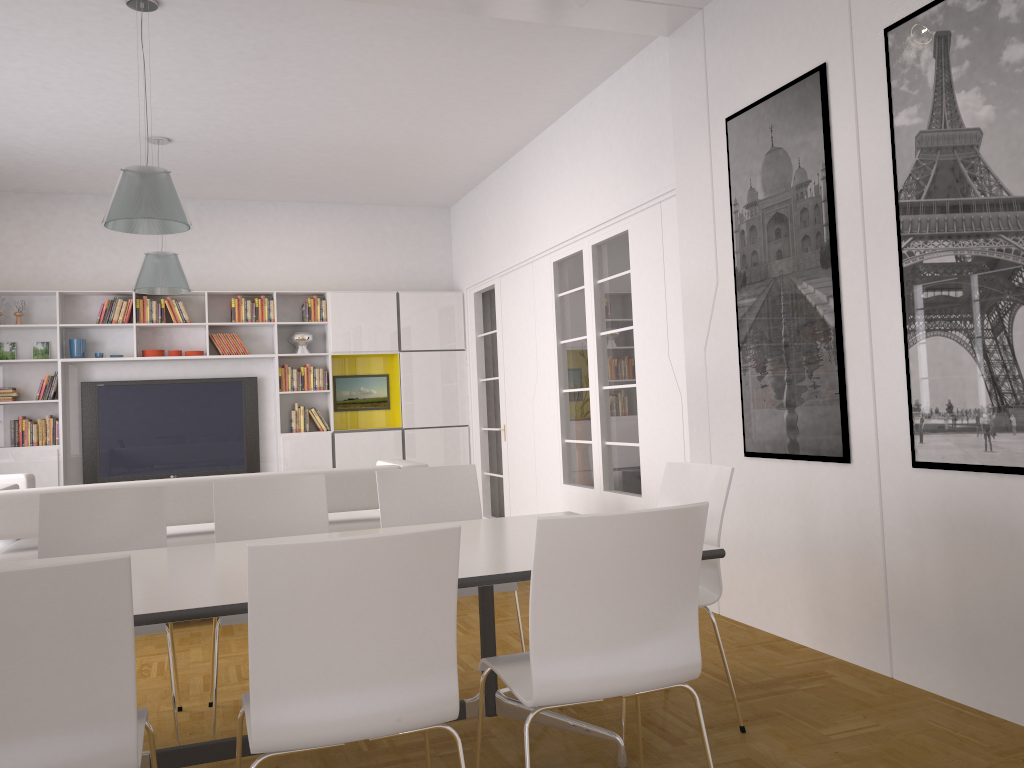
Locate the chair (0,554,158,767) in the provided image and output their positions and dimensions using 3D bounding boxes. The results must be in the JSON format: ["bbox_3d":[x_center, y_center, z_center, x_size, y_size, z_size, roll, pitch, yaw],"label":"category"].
[{"bbox_3d":[-1.060,0.829,1.931,0.561,0.932,0.575,-2,-2,-20],"label":"chair"}]

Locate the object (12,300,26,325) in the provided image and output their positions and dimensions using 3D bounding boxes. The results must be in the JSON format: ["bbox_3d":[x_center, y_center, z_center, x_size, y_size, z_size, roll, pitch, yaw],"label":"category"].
[{"bbox_3d":[-4.746,-0.675,8.465,0.179,0.260,0.119,-3,-2,1],"label":"object"}]

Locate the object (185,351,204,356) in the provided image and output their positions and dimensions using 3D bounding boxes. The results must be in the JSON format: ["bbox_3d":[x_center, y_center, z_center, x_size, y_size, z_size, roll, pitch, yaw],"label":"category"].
[{"bbox_3d":[-3.201,-0.301,8.936,0.182,0.054,0.182,-2,-2,-24],"label":"object"}]

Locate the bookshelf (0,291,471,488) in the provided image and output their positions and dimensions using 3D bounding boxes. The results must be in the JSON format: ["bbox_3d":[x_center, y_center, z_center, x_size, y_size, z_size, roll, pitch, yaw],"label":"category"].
[{"bbox_3d":[-3.062,0.314,8.997,5.366,2.482,0.389,-2,-3,-20],"label":"bookshelf"}]

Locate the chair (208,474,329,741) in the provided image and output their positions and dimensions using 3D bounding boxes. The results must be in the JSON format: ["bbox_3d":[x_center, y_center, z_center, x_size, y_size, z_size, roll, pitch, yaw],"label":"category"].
[{"bbox_3d":[-0.955,0.866,3.623,0.561,0.932,0.575,-2,-2,-20],"label":"chair"}]

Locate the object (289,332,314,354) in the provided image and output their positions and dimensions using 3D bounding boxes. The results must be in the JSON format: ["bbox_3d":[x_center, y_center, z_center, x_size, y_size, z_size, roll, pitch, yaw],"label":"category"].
[{"bbox_3d":[-2.212,-0.423,9.316,0.256,0.239,0.256,-2,-2,-12],"label":"object"}]

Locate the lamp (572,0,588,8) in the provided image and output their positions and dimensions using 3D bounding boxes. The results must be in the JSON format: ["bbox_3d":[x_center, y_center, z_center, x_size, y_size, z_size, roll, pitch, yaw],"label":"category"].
[{"bbox_3d":[0.319,-1.871,3.979,0.173,0.365,0.167,-4,-3,23],"label":"lamp"}]

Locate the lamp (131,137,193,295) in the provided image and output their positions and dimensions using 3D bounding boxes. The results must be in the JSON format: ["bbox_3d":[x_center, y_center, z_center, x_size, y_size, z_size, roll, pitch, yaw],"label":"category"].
[{"bbox_3d":[-2.867,-1.379,7.233,0.464,1.251,0.464,-2,-3,-21],"label":"lamp"}]

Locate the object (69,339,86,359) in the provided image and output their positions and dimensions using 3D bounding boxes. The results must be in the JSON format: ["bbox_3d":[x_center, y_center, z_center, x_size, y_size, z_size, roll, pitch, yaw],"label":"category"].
[{"bbox_3d":[-4.205,-0.334,8.583,0.147,0.193,0.147,-1,-3,-31],"label":"object"}]

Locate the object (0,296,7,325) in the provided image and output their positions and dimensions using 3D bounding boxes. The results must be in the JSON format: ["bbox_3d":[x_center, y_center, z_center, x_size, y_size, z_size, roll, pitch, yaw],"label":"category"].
[{"bbox_3d":[-4.853,-0.682,8.409,0.120,0.279,0.179,-2,-2,-14],"label":"object"}]

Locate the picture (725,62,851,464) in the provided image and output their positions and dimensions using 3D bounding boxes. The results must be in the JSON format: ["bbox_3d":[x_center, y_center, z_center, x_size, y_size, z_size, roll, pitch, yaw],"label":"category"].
[{"bbox_3d":[1.296,-0.527,4.269,0.013,1.782,0.786,-2,-3,-20],"label":"picture"}]

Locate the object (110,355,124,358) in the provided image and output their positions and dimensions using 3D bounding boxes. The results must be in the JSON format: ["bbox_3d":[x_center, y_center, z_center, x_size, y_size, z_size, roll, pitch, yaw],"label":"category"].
[{"bbox_3d":[-3.877,-0.265,8.697,0.124,0.032,0.123,-2,-2,-34],"label":"object"}]

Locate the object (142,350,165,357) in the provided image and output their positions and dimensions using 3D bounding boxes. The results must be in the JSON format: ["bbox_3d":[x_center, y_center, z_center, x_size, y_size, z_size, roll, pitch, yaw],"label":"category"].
[{"bbox_3d":[-3.569,-0.297,8.823,0.211,0.073,0.210,-4,-2,45],"label":"object"}]

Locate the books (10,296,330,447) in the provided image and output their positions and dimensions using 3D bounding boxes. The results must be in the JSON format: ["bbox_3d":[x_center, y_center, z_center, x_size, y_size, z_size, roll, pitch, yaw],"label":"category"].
[{"bbox_3d":[-3.770,-0.162,8.734,3.863,1.457,0.235,-2,-3,-20],"label":"books"}]

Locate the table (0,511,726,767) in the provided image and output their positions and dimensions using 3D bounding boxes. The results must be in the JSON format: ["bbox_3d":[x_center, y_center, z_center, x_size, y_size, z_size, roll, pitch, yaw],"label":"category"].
[{"bbox_3d":[-0.658,0.935,2.897,2.411,0.723,1.209,-2,-2,-20],"label":"table"}]

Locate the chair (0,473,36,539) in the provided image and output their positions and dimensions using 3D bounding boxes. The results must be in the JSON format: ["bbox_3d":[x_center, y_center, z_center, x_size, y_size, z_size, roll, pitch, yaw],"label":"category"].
[{"bbox_3d":[-4.025,1.055,6.380,0.801,0.912,1.095,-2,-2,-10],"label":"chair"}]

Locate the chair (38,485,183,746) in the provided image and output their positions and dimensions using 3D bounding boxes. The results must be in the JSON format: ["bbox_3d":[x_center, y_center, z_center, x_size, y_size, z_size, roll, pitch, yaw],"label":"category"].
[{"bbox_3d":[-1.575,0.889,3.398,0.561,0.932,0.575,-2,-2,-20],"label":"chair"}]

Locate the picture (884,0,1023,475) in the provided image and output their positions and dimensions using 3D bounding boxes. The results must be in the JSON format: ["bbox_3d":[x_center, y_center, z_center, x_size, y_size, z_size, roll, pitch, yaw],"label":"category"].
[{"bbox_3d":[1.682,-0.571,3.196,0.016,1.782,0.786,-2,-3,-20],"label":"picture"}]

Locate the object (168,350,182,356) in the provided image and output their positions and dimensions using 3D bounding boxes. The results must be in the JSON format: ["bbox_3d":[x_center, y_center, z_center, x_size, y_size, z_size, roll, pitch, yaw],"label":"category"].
[{"bbox_3d":[-3.378,-0.297,8.892,0.128,0.073,0.129,-2,-2,-24],"label":"object"}]

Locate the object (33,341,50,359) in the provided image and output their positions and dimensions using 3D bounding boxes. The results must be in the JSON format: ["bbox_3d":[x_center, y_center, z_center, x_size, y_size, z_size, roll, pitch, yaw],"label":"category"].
[{"bbox_3d":[-4.557,-0.318,8.583,0.144,0.190,0.051,-2,-3,-20],"label":"object"}]

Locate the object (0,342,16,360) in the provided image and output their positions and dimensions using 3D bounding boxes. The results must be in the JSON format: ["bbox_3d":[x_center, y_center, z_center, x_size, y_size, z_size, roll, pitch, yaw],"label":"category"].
[{"bbox_3d":[-4.829,-0.309,8.484,0.144,0.190,0.051,-2,-3,-20],"label":"object"}]

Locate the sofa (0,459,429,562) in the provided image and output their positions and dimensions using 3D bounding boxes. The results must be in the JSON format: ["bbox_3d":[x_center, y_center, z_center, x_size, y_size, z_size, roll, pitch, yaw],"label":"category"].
[{"bbox_3d":[-1.878,0.983,5.557,2.623,0.849,0.821,-2,-2,-20],"label":"sofa"}]

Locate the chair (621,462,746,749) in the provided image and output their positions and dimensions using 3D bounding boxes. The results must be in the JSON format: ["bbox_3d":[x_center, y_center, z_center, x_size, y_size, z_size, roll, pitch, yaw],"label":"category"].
[{"bbox_3d":[0.521,0.786,3.350,0.575,0.932,0.560,-2,-2,-20],"label":"chair"}]

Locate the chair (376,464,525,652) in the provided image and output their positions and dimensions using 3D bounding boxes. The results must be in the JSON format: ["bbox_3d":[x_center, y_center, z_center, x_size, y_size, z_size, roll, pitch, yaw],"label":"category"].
[{"bbox_3d":[-0.295,0.843,3.862,0.561,0.932,0.575,-2,-2,-20],"label":"chair"}]

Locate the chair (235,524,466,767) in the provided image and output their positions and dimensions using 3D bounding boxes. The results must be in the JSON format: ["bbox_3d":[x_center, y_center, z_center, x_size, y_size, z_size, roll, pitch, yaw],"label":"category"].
[{"bbox_3d":[-0.401,0.805,2.170,0.561,0.932,0.575,-2,-2,-20],"label":"chair"}]

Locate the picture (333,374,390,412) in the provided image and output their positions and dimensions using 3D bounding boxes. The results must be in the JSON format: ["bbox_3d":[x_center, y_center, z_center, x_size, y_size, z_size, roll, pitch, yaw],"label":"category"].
[{"bbox_3d":[-1.632,0.096,9.636,0.609,0.388,0.007,-2,-3,-20],"label":"picture"}]

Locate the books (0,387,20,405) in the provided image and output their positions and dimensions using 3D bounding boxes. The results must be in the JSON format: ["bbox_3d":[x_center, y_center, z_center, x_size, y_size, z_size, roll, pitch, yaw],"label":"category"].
[{"bbox_3d":[-4.815,0.114,8.355,0.284,0.153,0.207,-2,-2,-20],"label":"books"}]

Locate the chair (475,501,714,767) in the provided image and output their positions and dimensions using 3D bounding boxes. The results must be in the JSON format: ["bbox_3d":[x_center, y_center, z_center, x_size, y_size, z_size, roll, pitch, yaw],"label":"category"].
[{"bbox_3d":[0.220,0.783,2.396,0.561,0.932,0.575,-2,-2,-20],"label":"chair"}]

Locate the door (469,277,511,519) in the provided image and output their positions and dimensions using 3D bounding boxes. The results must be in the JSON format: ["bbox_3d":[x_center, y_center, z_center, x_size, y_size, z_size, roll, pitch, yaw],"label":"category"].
[{"bbox_3d":[-0.215,0.201,9.054,0.139,2.456,1.008,-2,-3,-20],"label":"door"}]

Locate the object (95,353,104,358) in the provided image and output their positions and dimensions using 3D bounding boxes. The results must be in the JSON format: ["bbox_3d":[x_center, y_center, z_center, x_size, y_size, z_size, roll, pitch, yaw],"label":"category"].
[{"bbox_3d":[-4.024,-0.272,8.644,0.078,0.056,0.078,-3,-2,5],"label":"object"}]

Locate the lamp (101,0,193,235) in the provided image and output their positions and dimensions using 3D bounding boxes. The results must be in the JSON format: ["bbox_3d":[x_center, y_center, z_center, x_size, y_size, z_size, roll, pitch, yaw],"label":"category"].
[{"bbox_3d":[-2.005,-1.477,4.845,0.464,1.251,0.464,-2,-3,-21],"label":"lamp"}]

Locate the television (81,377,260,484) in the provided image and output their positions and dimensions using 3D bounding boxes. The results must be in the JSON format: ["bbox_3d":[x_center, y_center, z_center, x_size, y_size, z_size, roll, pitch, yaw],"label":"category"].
[{"bbox_3d":[-3.411,0.497,8.929,1.660,1.089,0.082,-2,-3,-20],"label":"television"}]
